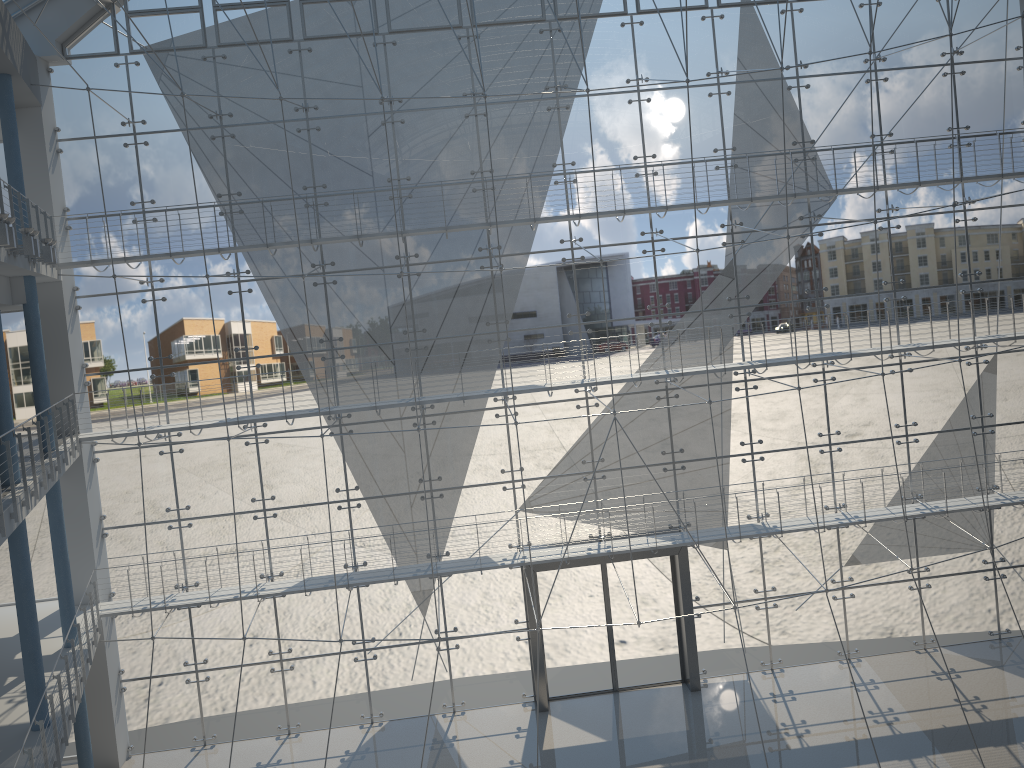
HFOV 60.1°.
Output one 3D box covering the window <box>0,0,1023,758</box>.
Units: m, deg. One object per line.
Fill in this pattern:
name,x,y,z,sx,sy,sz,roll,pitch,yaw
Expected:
window,0.149,-0.357,2.863,3.850,2.766,0.010,-6,2,-4
